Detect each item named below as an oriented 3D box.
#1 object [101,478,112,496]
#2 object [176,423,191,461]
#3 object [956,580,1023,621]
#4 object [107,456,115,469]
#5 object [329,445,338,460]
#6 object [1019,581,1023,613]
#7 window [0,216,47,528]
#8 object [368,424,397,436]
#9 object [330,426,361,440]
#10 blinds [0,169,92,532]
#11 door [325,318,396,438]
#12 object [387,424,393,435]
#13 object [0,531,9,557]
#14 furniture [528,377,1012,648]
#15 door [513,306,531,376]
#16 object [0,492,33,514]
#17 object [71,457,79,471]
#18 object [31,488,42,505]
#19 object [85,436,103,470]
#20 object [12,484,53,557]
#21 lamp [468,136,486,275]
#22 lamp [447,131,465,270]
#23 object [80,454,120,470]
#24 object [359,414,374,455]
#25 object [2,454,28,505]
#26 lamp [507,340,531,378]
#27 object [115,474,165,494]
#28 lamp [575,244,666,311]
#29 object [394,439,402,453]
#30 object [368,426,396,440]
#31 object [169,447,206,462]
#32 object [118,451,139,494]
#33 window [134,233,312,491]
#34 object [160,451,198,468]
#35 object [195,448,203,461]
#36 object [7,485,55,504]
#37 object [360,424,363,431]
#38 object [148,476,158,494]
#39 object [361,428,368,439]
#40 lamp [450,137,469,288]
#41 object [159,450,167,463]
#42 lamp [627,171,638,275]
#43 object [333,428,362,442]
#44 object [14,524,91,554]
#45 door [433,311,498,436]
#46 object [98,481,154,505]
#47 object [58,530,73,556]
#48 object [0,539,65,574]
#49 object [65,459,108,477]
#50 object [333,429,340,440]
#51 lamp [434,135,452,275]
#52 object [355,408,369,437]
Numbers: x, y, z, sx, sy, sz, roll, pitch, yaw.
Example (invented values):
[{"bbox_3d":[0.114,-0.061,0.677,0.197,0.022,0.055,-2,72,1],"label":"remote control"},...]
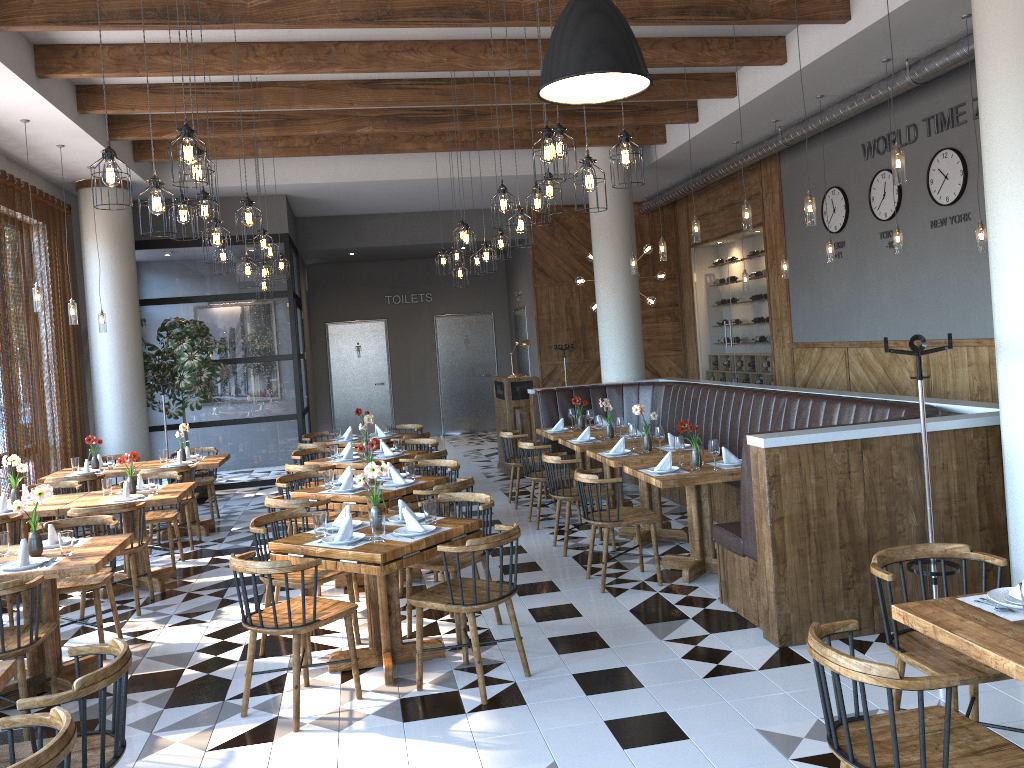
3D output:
[{"bbox_3d":[-3.301,0.840,7.224,0.080,0.132,0.080,-5,1,-25],"label":"object"},{"bbox_3d":[-3.447,0.615,9.306,0.146,0.400,0.206,-4,1,-17],"label":"object"},{"bbox_3d":[1.751,0.676,3.012,0.352,0.137,0.272,-5,2,-10],"label":"object"},{"bbox_3d":[-4.116,0.808,9.100,0.080,0.132,0.080,-4,1,5],"label":"object"},{"bbox_3d":[-1.721,0.660,8.560,0.080,0.132,0.080,-4,1,5],"label":"object"},{"bbox_3d":[1.649,0.697,2.794,0.080,0.132,0.080,-4,1,20],"label":"object"},{"bbox_3d":[-3.045,-0.093,2.919,4.499,3.163,15.118,-5,3,-33],"label":"window"},{"bbox_3d":[-1.599,0.544,10.695,0.351,0.137,0.272,-2,3,35],"label":"object"},{"bbox_3d":[-1.970,0.575,10.624,0.272,0.137,0.353,-3,3,35],"label":"object"},{"bbox_3d":[-4.613,-0.249,7.152,0.160,3.579,7.268,-4,2,-10],"label":"blinds"},{"bbox_3d":[-2.950,-0.045,17.276,1.207,2.393,0.114,-4,0,-10],"label":"door"},{"bbox_3d":[-1.447,0.544,10.535,0.080,0.132,0.080,-4,1,15],"label":"object"},{"bbox_3d":[-2.914,0.917,5.064,0.080,0.132,0.080,-5,1,-25],"label":"object"},{"bbox_3d":[1.763,0.679,8.218,1.918,1.149,6.590,-5,3,-10],"label":"furniture"},{"bbox_3d":[0.207,-0.244,16.641,0.114,2.393,1.207,-4,1,-10],"label":"door"},{"bbox_3d":[-3.885,0.903,6.750,0.352,0.137,0.272,-5,2,-10],"label":"object"},{"bbox_3d":[-4.537,0.833,9.207,0.080,0.132,0.080,-4,1,5],"label":"object"},{"bbox_3d":[-3.733,0.884,6.964,0.080,0.132,0.080,-4,1,25],"label":"object"},{"bbox_3d":[-4.324,0.707,9.175,0.156,0.355,0.171,-5,1,-34],"label":"object"},{"bbox_3d":[-2.682,0.770,4.977,0.146,0.400,0.207,-4,1,44],"label":"object"},{"bbox_3d":[-0.475,-2.330,10.501,0.175,2.070,0.175,-4,0,0],"label":"lamp"},{"bbox_3d":[-0.737,-2.424,10.780,0.175,2.070,0.175,-4,0,33],"label":"lamp"},{"bbox_3d":[-4.367,0.809,9.402,0.352,0.137,0.272,-5,2,-10],"label":"object"},{"bbox_3d":[-1.401,0.500,8.613,0.146,0.400,0.207,-4,1,2],"label":"object"},{"bbox_3d":[-3.943,0.761,7.044,0.206,0.400,0.146,-4,1,-6],"label":"object"},{"bbox_3d":[0.090,-0.204,11.784,0.446,0.756,0.170,-5,1,-35],"label":"lamp"},{"bbox_3d":[-3.113,0.814,7.431,0.352,0.137,0.272,-5,2,-10],"label":"object"},{"bbox_3d":[1.644,-1.986,13.586,1.185,2.191,1.163,-3,1,41],"label":"lamp"},{"bbox_3d":[-1.115,0.610,8.682,0.080,0.132,0.080,-4,1,5],"label":"object"},{"bbox_3d":[-1.526,0.557,10.324,0.272,0.137,0.353,-3,3,35],"label":"object"},{"bbox_3d":[-3.495,0.738,9.559,0.352,0.137,0.272,-5,2,-10],"label":"object"},{"bbox_3d":[-3.068,0.717,7.115,0.156,0.355,0.171,-5,1,-31],"label":"object"},{"bbox_3d":[-4.515,-0.299,13.382,2.729,3.548,2.186,-4,1,-10],"label":"window"},{"bbox_3d":[-3.395,0.756,9.035,0.352,0.137,0.272,-5,2,-10],"label":"object"},{"bbox_3d":[-3.264,0.738,9.253,0.080,0.132,0.080,-5,1,-25],"label":"object"},{"bbox_3d":[-3.985,0.885,7.274,0.352,0.137,0.272,-5,2,-10],"label":"object"},{"bbox_3d":[-1.807,0.558,10.771,0.080,0.132,0.080,-4,1,15],"label":"object"},{"bbox_3d":[-2.881,0.815,7.117,0.080,0.132,0.080,-5,1,-25],"label":"object"},{"bbox_3d":[-1.688,0.579,10.167,0.080,0.132,0.080,-4,1,5],"label":"object"},{"bbox_3d":[-0.681,-2.186,10.553,0.175,2.070,0.175,-4,0,33],"label":"lamp"},{"bbox_3d":[-3.685,0.764,9.360,0.080,0.132,0.080,-5,1,-25],"label":"object"},{"bbox_3d":[1.434,-2.327,10.882,0.078,1.963,0.078,-4,0,22],"label":"lamp"},{"bbox_3d":[-1.897,0.588,10.254,0.351,0.137,0.272,-2,3,35],"label":"object"},{"bbox_3d":[-2.725,0.891,5.268,0.352,0.137,0.272,-5,2,-10],"label":"object"},{"bbox_3d":[-0.875,-0.214,17.649,1.207,2.393,0.114,-4,0,-10],"label":"door"},{"bbox_3d":[-3.013,0.832,6.907,0.352,0.137,0.272,-5,2,-10],"label":"object"},{"bbox_3d":[-2.493,0.892,4.957,0.080,0.132,0.080,-5,1,-25],"label":"object"},{"bbox_3d":[-2.625,0.909,4.745,0.352,0.137,0.272,-5,2,-10],"label":"object"},{"bbox_3d":[-4.267,0.827,8.878,0.352,0.137,0.272,-5,2,-10],"label":"object"},{"bbox_3d":[-2.054,0.594,10.413,0.080,0.132,0.080,-5,1,-35],"label":"object"},{"bbox_3d":[-0.888,-2.350,10.642,0.175,2.070,0.175,-4,0,22],"label":"lamp"},{"bbox_3d":[-1.780,0.458,10.499,0.171,0.355,0.156,-4,1,37],"label":"object"}]
